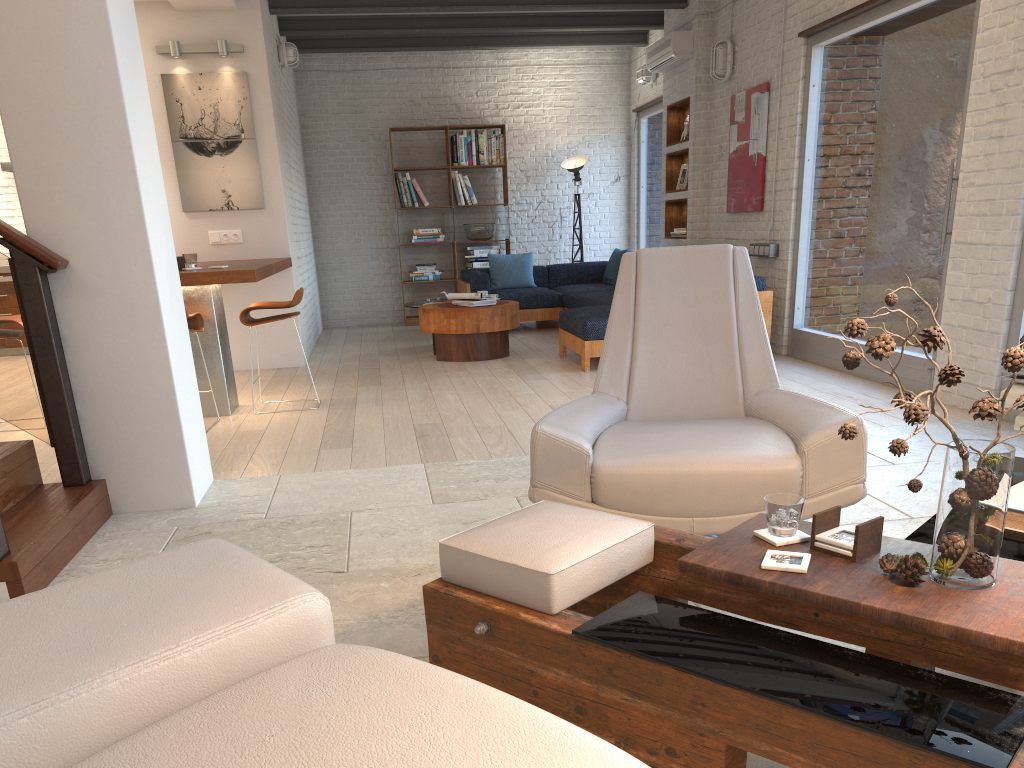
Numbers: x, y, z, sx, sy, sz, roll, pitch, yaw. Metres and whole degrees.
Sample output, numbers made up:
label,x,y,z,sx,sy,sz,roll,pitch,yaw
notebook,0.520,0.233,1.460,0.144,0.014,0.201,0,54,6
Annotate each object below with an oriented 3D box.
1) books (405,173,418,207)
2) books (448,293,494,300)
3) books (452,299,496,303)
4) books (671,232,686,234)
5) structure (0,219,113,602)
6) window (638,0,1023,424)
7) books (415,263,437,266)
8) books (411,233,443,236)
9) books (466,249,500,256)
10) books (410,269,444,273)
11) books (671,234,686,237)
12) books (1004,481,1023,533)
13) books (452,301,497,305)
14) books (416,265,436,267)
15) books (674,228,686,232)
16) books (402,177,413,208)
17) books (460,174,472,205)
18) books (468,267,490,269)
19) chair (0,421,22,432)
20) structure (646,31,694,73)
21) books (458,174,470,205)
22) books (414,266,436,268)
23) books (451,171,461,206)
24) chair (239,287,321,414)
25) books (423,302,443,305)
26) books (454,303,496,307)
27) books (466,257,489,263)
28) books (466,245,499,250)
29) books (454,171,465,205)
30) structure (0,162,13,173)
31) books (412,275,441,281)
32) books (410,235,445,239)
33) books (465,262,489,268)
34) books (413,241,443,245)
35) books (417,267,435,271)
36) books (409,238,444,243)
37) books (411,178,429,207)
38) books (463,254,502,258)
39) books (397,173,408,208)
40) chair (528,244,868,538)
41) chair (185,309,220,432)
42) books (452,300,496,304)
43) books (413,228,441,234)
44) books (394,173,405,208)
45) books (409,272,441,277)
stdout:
label,x,y,z,sx,sy,sz,roll,pitch,yaw
books,-1.180,-2.274,10.243,0.121,0.400,0.232,-5,17,-8
books,-0.361,-0.762,7.743,0.320,0.114,0.261,3,13,24
books,-0.336,-0.736,7.675,0.248,0.011,0.309,-10,12,-33
books,1.721,-1.529,8.821,0.170,0.020,0.226,-4,10,-6
structure,-2.330,-1.579,3.554,10.133,4.348,13.240,-4,11,-8
window,2.644,-3.113,4.306,0.646,6.709,11.783,-5,13,-8
books,-1.043,-1.444,10.550,0.251,0.018,0.155,-4,11,-8
books,-1.022,-1.790,10.437,0.355,0.022,0.260,-4,11,-9
books,-0.359,-1.605,10.603,0.378,0.068,0.234,-5,11,-13
books,-1.040,-1.364,10.567,0.378,0.019,0.234,-5,11,-15
books,1.713,-1.504,8.841,0.162,0.018,0.240,-2,10,2
books,1.371,0.311,2.188,0.320,0.059,0.248,-11,13,-37
books,-0.332,-0.720,7.708,0.247,0.011,0.310,-11,13,-38
books,-1.047,-1.434,10.566,0.242,0.009,0.149,-4,10,-8
books,1.721,-1.556,8.819,0.132,0.035,0.196,-2,11,2
books,-1.239,-2.252,10.273,0.102,0.350,0.242,-5,16,-8
books,-0.559,-2.302,10.342,0.124,0.366,0.259,-5,16,-8
books,-0.359,-1.403,10.668,0.361,0.058,0.270,-4,11,-5
chair,-3.222,-0.115,5.599,0.422,0.813,0.384,-5,18,-8
structure,1.486,-3.141,8.273,0.200,0.230,0.778,-5,11,-8
books,-0.579,-2.299,10.330,0.124,0.366,0.259,-5,16,-8
books,-1.054,-1.421,10.577,0.235,0.020,0.164,-5,11,-14
books,-0.672,-2.312,10.326,0.101,0.402,0.232,-5,17,-8
chair,-1.539,-0.231,5.816,0.422,0.813,0.384,-5,18,-8
books,-0.677,-0.772,8.364,0.318,0.011,0.241,-2,10,5
books,-0.327,-0.707,7.697,0.249,0.011,0.308,-8,12,-28
books,-0.376,-1.517,10.599,0.325,0.058,0.244,-5,11,-13
books,-0.365,-1.654,10.581,0.379,0.038,0.233,-4,11,-8
books,-0.631,-2.310,10.309,0.103,0.402,0.232,-5,17,-8
structure,-4.730,-2.719,8.923,0.984,1.042,0.434,-5,18,-7
books,-1.032,-1.292,10.595,0.326,0.058,0.243,-2,11,2
books,-1.015,-1.758,10.429,0.378,0.038,0.234,-5,11,-14
books,-0.348,-1.461,10.634,0.376,0.068,0.235,-7,12,-20
books,-1.016,-1.695,10.463,0.355,0.022,0.260,-4,11,-8
books,-1.046,-1.394,10.580,0.205,0.035,0.126,-4,11,-8
books,-1.026,-1.722,10.446,0.378,0.038,0.234,-5,11,-12
books,-1.091,-2.254,10.287,0.194,0.334,0.242,-5,16,-8
books,-0.363,-1.559,10.600,0.443,0.022,0.260,-4,10,-8
books,-1.288,-2.271,10.240,0.091,0.403,0.232,-5,17,-8
chair,0.603,0.068,2.987,1.027,1.067,0.924,0,15,8
chair,-2.057,-0.102,5.238,0.404,0.813,0.401,-5,17,-8
books,-0.336,-0.727,7.687,0.247,0.011,0.310,-11,13,-38
books,-1.015,-1.828,10.423,0.326,0.058,0.243,-4,11,-5
books,-1.323,-2.267,10.228,0.091,0.403,0.232,-5,17,-8
books,-1.056,-1.338,10.584,0.379,0.038,0.233,-4,11,-8
